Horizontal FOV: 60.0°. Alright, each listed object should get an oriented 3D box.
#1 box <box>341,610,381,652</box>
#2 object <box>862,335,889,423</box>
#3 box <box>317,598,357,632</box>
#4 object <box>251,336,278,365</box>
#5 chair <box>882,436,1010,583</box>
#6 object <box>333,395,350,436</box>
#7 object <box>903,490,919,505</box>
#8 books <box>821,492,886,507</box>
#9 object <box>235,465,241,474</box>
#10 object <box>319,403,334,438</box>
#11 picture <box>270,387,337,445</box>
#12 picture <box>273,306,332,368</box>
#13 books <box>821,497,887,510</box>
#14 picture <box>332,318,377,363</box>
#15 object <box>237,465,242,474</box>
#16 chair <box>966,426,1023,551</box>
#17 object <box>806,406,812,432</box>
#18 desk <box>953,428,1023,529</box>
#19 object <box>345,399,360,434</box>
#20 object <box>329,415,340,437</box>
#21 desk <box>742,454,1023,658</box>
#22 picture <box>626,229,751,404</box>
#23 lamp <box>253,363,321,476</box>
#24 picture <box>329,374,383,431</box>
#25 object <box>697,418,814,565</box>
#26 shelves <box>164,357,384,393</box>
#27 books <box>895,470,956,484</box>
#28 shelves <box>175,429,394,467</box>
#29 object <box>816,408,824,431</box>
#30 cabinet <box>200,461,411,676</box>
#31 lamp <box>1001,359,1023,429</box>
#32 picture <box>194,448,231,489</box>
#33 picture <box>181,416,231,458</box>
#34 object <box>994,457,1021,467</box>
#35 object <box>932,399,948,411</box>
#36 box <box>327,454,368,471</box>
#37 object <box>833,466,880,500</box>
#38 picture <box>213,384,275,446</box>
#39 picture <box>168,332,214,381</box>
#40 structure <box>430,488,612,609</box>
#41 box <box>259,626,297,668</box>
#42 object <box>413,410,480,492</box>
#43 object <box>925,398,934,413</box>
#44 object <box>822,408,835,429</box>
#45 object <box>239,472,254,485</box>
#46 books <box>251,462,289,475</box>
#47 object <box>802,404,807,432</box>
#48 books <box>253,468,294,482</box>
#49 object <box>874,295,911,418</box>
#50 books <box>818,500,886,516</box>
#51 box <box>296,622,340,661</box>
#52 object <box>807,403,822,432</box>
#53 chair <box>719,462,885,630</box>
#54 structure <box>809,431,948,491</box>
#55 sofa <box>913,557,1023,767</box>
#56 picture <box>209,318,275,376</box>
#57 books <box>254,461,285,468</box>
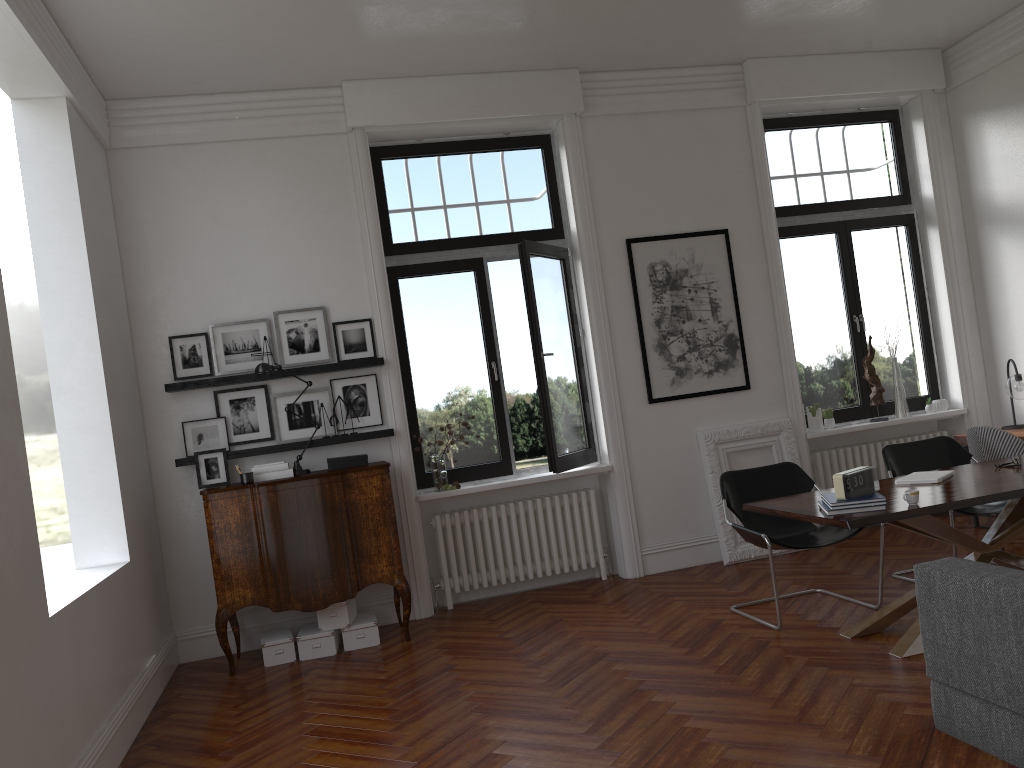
[{"bbox_3d":[-1.055,1.715,6.144,0.244,0.177,0.394,-8,-1,-13],"label":"box"},{"bbox_3d":[3.100,-0.049,7.609,0.165,0.753,0.142,-8,0,29],"label":"object"},{"bbox_3d":[-1.206,1.558,6.115,0.209,0.177,0.394,-8,-1,-3],"label":"box"},{"bbox_3d":[-1.775,-0.210,6.341,0.174,0.260,0.040,-8,0,-13],"label":"object"},{"bbox_3d":[2.846,0.790,5.616,0.752,0.872,0.746,-8,-1,-13],"label":"chair"},{"bbox_3d":[-1.240,0.229,6.454,0.118,0.299,0.040,-8,0,-13],"label":"object"},{"bbox_3d":[1.885,0.538,4.191,0.082,0.065,0.064,-8,-1,8],"label":"object"},{"bbox_3d":[1.662,0.554,4.332,0.250,0.017,0.344,-8,-1,12],"label":"books"},{"bbox_3d":[-1.785,0.589,5.829,0.050,0.119,0.010,-8,0,-10],"label":"object"},{"bbox_3d":[-1.360,0.265,6.417,0.124,0.260,0.040,-8,0,-13],"label":"object"},{"bbox_3d":[-1.511,0.230,6.445,0.433,0.365,0.020,-8,0,-13],"label":"picture"},{"bbox_3d":[-1.524,-0.343,6.461,0.369,0.409,0.020,-8,0,-13],"label":"picture"},{"bbox_3d":[1.665,0.571,4.332,0.250,0.017,0.344,-8,-1,12],"label":"books"},{"bbox_3d":[-1.161,-0.318,6.541,0.289,0.303,0.020,-8,0,-13],"label":"picture"},{"bbox_3d":[-1.783,0.596,5.854,0.045,0.139,0.010,-8,0,-16],"label":"object"},{"bbox_3d":[3.514,0.702,6.145,0.547,0.899,0.717,-8,-1,-20],"label":"chair"},{"bbox_3d":[2.529,0.297,7.508,0.051,0.213,0.051,-8,0,22],"label":"object"},{"bbox_3d":[4.091,0.699,6.292,0.647,0.757,1.800,-8,-1,-13],"label":"desk"},{"bbox_3d":[-1.176,0.240,6.497,0.110,0.262,0.040,-8,0,-13],"label":"object"},{"bbox_3d":[-1.281,0.304,6.406,0.066,0.161,0.040,-8,0,-13],"label":"object"},{"bbox_3d":[2.526,0.872,4.726,2.224,0.751,1.030,-8,-1,-13],"label":"desk"},{"bbox_3d":[1.424,-0.553,7.138,0.882,1.323,0.035,-8,0,-13],"label":"picture"},{"bbox_3d":[-1.541,0.241,6.186,0.174,0.802,0.490,-8,0,42],"label":"lamp"},{"bbox_3d":[-1.145,0.136,6.532,0.343,0.384,0.020,-8,0,-13],"label":"picture"},{"bbox_3d":[1.980,0.851,7.121,0.829,1.062,0.234,-8,0,-13],"label":"object"},{"bbox_3d":[-1.677,-0.066,6.347,1.514,0.055,0.158,-8,-1,-13],"label":"shelves"},{"bbox_3d":[2.306,0.521,4.937,0.231,0.026,0.325,-9,-2,42],"label":"books"},{"bbox_3d":[-1.605,0.452,6.348,1.514,0.055,0.156,-8,-1,-13],"label":"shelves"},{"bbox_3d":[2.600,0.299,7.500,0.051,0.188,0.051,-8,0,22],"label":"object"},{"bbox_3d":[-1.383,1.229,6.069,1.265,1.218,0.641,-8,0,-13],"label":"cabinet"},{"bbox_3d":[3.935,0.075,6.922,0.208,0.550,0.441,-8,-1,10],"label":"lamp"},{"bbox_3d":[-2.077,0.586,6.146,0.213,0.257,0.020,-8,0,-13],"label":"picture"},{"bbox_3d":[-2.162,0.374,6.270,0.299,0.253,0.020,-8,0,-13],"label":"picture"},{"bbox_3d":[2.797,0.439,4.985,0.133,0.047,0.114,-9,-2,40],"label":"object"},{"bbox_3d":[3.780,0.187,7.831,0.134,0.097,0.133,-7,-1,-43],"label":"object"},{"bbox_3d":[-1.163,0.551,6.274,0.282,0.086,0.209,-8,-1,-13],"label":"box"},{"bbox_3d":[1.678,0.480,4.311,0.275,0.125,0.082,-7,-1,-39],"label":"object"},{"bbox_3d":[-1.919,0.228,6.354,0.373,0.406,0.020,-8,0,-13],"label":"picture"},{"bbox_3d":[-2.276,-0.195,6.289,0.266,0.315,0.020,-8,0,-13],"label":"picture"},{"bbox_3d":[0.064,1.312,7.017,1.452,0.778,0.225,-8,0,-13],"label":"structure"},{"bbox_3d":[-1.591,1.787,6.022,0.209,0.177,0.394,-8,-1,-18],"label":"box"},{"bbox_3d":[-0.459,0.507,6.853,0.541,0.599,0.318,-7,-1,-42],"label":"object"},{"bbox_3d":[3.629,0.187,7.711,0.072,0.134,0.072,-8,0,13],"label":"object"},{"bbox_3d":[2.709,0.287,7.574,0.097,0.185,0.099,-8,0,10],"label":"object"},{"bbox_3d":[-1.746,0.625,5.845,0.091,0.077,0.091,-7,-1,-40],"label":"object"},{"bbox_3d":[-1.655,0.577,6.085,0.239,0.044,0.255,-8,-1,-13],"label":"books"},{"bbox_3d":[2.459,0.294,7.513,0.051,0.238,0.051,-8,0,22],"label":"object"},{"bbox_3d":[-1.648,0.627,6.079,0.294,0.057,0.230,-8,-1,-13],"label":"books"},{"bbox_3d":[3.354,-0.235,7.646,0.295,1.054,0.290,-8,0,-10],"label":"object"},{"bbox_3d":[1.657,0.594,4.342,0.264,0.027,0.347,-8,-1,12],"label":"books"},{"bbox_3d":[-1.316,1.749,6.053,0.244,0.177,0.394,-8,-1,-8],"label":"box"},{"bbox_3d":[2.532,0.279,7.421,0.102,0.244,0.098,-8,0,-35],"label":"object"},{"bbox_3d":[1.709,0.943,5.358,0.752,0.872,0.746,-8,-1,-13],"label":"chair"},{"bbox_3d":[3.226,0.886,7.736,1.452,0.778,0.225,-8,0,-13],"label":"structure"},{"bbox_3d":[3.008,0.776,3.177,2.643,0.829,1.263,-8,-1,-13],"label":"sofa"},{"bbox_3d":[-1.937,-0.267,6.367,0.415,0.367,0.020,-8,0,-13],"label":"picture"},{"bbox_3d":[-1.658,0.548,6.063,0.200,0.014,0.179,-8,-1,-13],"label":"books"}]
